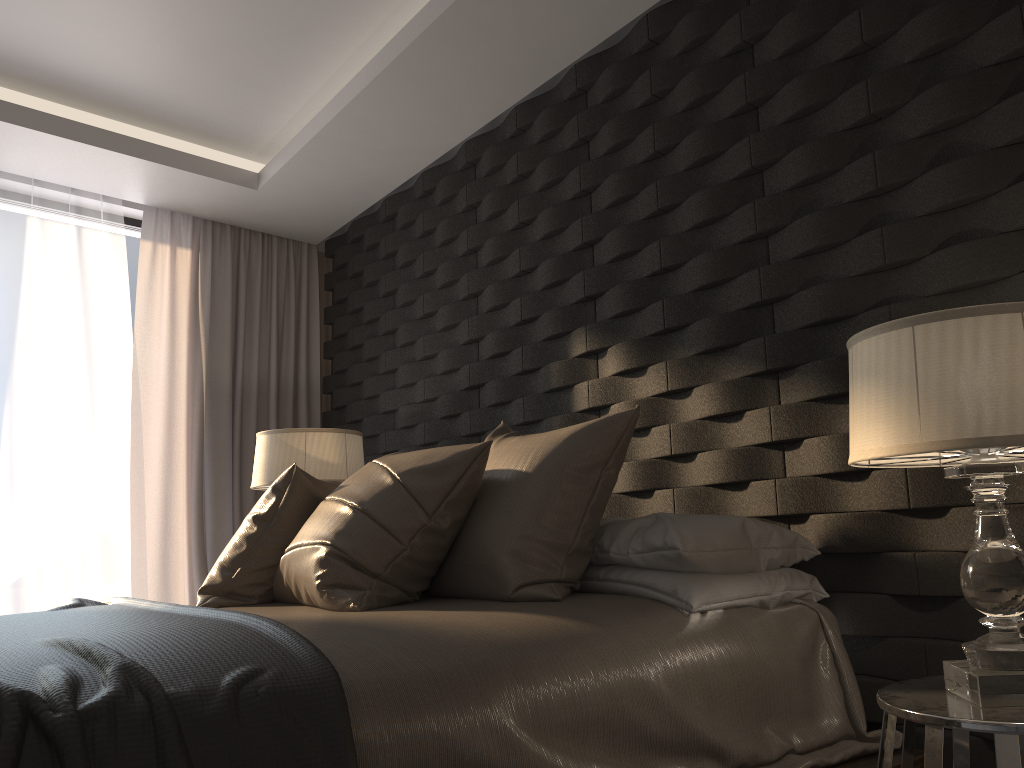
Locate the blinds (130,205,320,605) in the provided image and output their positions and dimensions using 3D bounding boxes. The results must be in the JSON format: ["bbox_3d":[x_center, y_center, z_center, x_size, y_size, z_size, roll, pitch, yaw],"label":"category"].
[{"bbox_3d":[-1.403,0.286,4.549,0.322,2.643,1.056,-11,-14,44],"label":"blinds"}]

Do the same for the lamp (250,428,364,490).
[{"bbox_3d":[-0.855,0.525,3.712,0.471,0.631,0.460,-1,-10,-4],"label":"lamp"}]

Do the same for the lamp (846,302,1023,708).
[{"bbox_3d":[0.836,0.217,1.538,0.454,0.631,0.477,-4,-10,16],"label":"lamp"}]

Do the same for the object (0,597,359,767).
[{"bbox_3d":[-1.017,0.647,1.833,0.652,0.322,1.941,5,-12,-36],"label":"object"}]

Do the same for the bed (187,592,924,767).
[{"bbox_3d":[-0.630,0.855,2.087,2.416,0.625,2.169,5,-12,-36],"label":"bed"}]

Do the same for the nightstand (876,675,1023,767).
[{"bbox_3d":[0.858,0.762,1.459,0.620,0.473,0.621,-2,-10,2],"label":"nightstand"}]

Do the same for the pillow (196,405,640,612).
[{"bbox_3d":[-0.335,0.340,2.460,0.947,0.519,1.191,5,-12,-34],"label":"pillow"}]
